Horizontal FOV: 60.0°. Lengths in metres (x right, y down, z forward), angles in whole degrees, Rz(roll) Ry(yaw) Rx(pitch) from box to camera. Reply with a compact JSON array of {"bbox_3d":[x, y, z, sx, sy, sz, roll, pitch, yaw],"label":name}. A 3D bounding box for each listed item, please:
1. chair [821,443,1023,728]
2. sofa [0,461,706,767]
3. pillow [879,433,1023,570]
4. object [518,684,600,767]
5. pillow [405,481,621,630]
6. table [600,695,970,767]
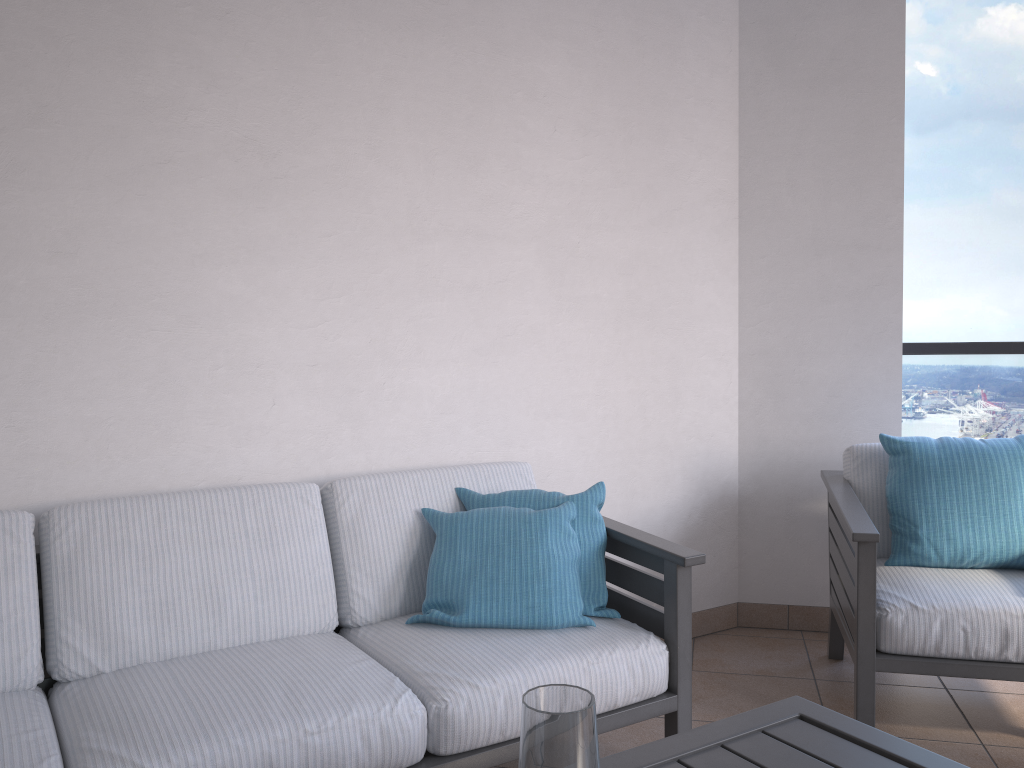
[{"bbox_3d":[1.410,0.597,2.726,0.797,0.765,0.807,0,3,13],"label":"chair"},{"bbox_3d":[-0.647,0.657,1.980,2.161,0.765,0.807,-2,3,-32],"label":"sofa"},{"bbox_3d":[1.435,0.372,2.811,0.510,0.426,0.316,0,3,11],"label":"pillow"},{"bbox_3d":[-0.069,0.474,0.934,0.337,0.284,0.203,0,3,19],"label":"object"},{"bbox_3d":[0.014,0.463,2.342,0.543,0.370,0.377,0,3,8],"label":"pillow"},{"bbox_3d":[0.177,0.841,1.005,1.260,0.473,0.710,-2,3,-32],"label":"table"}]
